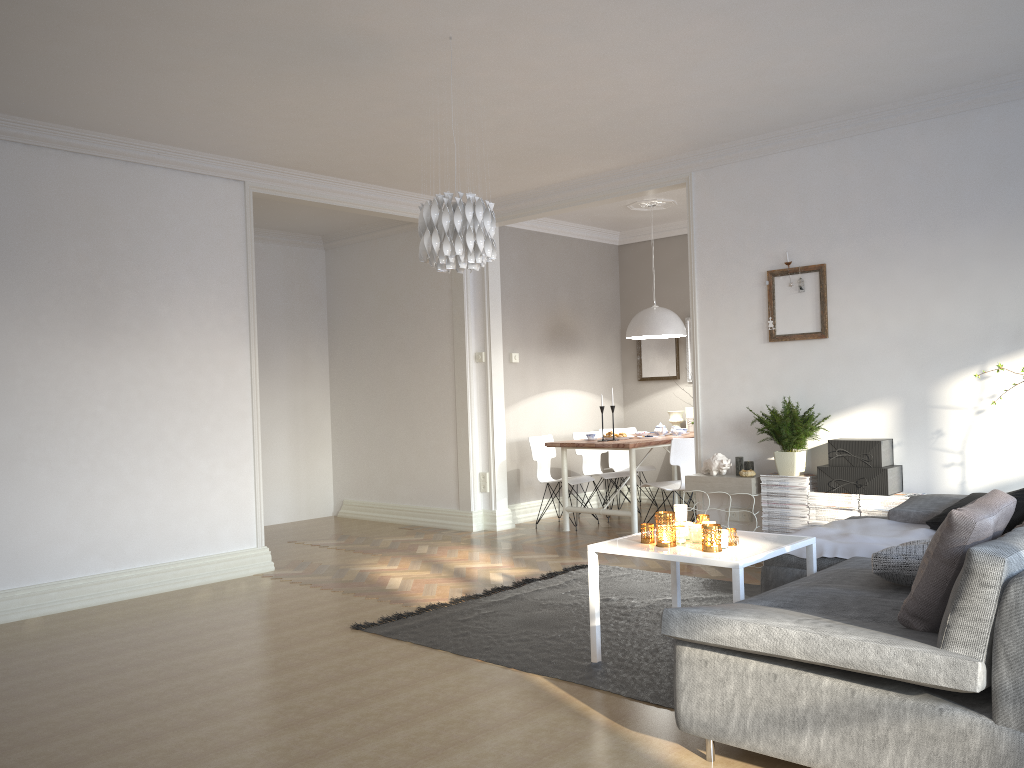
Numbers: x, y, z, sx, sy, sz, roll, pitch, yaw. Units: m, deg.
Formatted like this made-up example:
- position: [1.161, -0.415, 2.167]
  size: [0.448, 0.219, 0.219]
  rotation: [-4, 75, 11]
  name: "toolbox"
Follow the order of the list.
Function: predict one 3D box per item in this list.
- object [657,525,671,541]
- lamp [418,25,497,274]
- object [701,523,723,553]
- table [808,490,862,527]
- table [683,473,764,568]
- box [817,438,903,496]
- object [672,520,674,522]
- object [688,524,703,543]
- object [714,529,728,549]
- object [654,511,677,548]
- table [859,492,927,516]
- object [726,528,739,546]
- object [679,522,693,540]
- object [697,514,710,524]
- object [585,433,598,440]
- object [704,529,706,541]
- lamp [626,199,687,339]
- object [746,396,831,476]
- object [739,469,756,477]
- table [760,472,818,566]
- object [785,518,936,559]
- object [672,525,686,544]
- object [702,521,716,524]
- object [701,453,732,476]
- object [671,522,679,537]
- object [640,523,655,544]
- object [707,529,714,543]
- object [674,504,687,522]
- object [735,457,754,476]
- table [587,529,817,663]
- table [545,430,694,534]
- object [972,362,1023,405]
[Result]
- position: [0.650, 0.642, 3.790]
  size: [0.060, 0.073, 0.060]
  rotation: [-2, 0, 31]
  name: "object"
- position: [-0.261, -1.044, 4.019]
  size: [0.355, 1.065, 0.354]
  rotation: [-2, 0, -5]
  name: "lamp"
- position: [0.803, 0.619, 3.569]
  size: [0.080, 0.104, 0.080]
  rotation: [-2, 0, 33]
  name: "object"
- position: [2.002, 0.904, 5.399]
  size: [0.327, 0.499, 0.246]
  rotation: [-2, 0, 43]
  name: "table"
- position: [1.432, 0.891, 5.872]
  size: [0.553, 0.575, 0.299]
  rotation: [-2, 0, 43]
  name: "table"
- position: [2.073, 0.492, 5.317]
  size: [0.419, 0.316, 0.298]
  rotation: [-2, 0, 43]
  name: "box"
- position: [0.730, 0.639, 3.921]
  size: [0.056, 0.066, 0.056]
  rotation: [-2, 0, 4]
  name: "object"
- position: [0.785, 0.638, 3.786]
  size: [0.060, 0.073, 0.060]
  rotation: [-2, 0, -2]
  name: "object"
- position: [0.855, 0.634, 3.622]
  size: [0.060, 0.073, 0.060]
  rotation: [-2, 0, 4]
  name: "object"
- position: [0.642, 0.609, 3.717]
  size: [0.090, 0.140, 0.087]
  rotation: [-2, 0, 13]
  name: "object"
- position: [2.234, 0.893, 5.186]
  size: [0.327, 0.499, 0.246]
  rotation: [-2, 0, 43]
  name: "table"
- position: [0.914, 0.635, 3.683]
  size: [0.054, 0.068, 0.047]
  rotation: [-2, 0, 3]
  name: "object"
- position: [0.760, 0.640, 3.861]
  size: [0.060, 0.073, 0.060]
  rotation: [-2, 0, 22]
  name: "object"
- position: [0.868, 0.635, 4.025]
  size: [0.060, 0.079, 0.060]
  rotation: [-2, 0, 37]
  name: "object"
- position: [0.669, 0.447, 7.484]
  size: [0.116, 0.056, 0.137]
  rotation: [-2, -1, -17]
  name: "object"
- position: [0.842, 0.636, 3.752]
  size: [0.060, 0.073, 0.060]
  rotation: [-2, 0, -23]
  name: "object"
- position: [1.249, -1.004, 7.805]
  size: [0.530, 1.182, 0.530]
  rotation: [-2, 0, -40]
  name: "lamp"
- position: [1.732, 0.334, 5.580]
  size: [0.438, 0.527, 0.368]
  rotation: [-2, 0, 43]
  name: "object"
- position: [1.523, 0.576, 5.732]
  size: [0.099, 0.046, 0.104]
  rotation: [-2, -1, -1]
  name: "object"
- position: [1.773, 0.865, 5.607]
  size: [0.321, 0.596, 0.246]
  rotation: [-2, 0, 43]
  name: "table"
- position: [1.662, 0.903, 4.237]
  size: [0.726, 0.437, 0.811]
  rotation: [-2, -1, 41]
  name: "object"
- position: [0.711, 0.640, 3.767]
  size: [0.060, 0.073, 0.060]
  rotation: [-2, 0, 31]
  name: "object"
- position: [0.857, 0.636, 3.853]
  size: [0.060, 0.073, 0.060]
  rotation: [-2, 0, -23]
  name: "object"
- position: [1.363, 0.532, 5.906]
  size: [0.137, 0.150, 0.311]
  rotation: [-2, 0, -18]
  name: "object"
- position: [0.730, 0.641, 3.921]
  size: [0.060, 0.073, 0.060]
  rotation: [-2, 0, 22]
  name: "object"
- position: [0.582, 0.642, 3.809]
  size: [0.060, 0.079, 0.060]
  rotation: [-2, 0, 33]
  name: "object"
- position: [0.836, 0.635, 3.687]
  size: [0.060, 0.073, 0.060]
  rotation: [-2, 0, -23]
  name: "object"
- position: [0.740, 0.568, 3.891]
  size: [0.060, 0.073, 0.060]
  rotation: [-2, 0, -32]
  name: "object"
- position: [1.530, 0.533, 5.835]
  size: [0.123, 0.134, 0.062]
  rotation: [-2, 0, -7]
  name: "object"
- position: [0.822, 0.926, 3.801]
  size: [0.715, 0.504, 0.674]
  rotation: [-2, 0, 43]
  name: "table"
- position: [1.270, 0.834, 7.815]
  size: [0.853, 0.750, 1.986]
  rotation: [-2, -1, 43]
  name: "table"
- position: [2.692, -0.034, 4.367]
  size: [0.776, 1.674, 0.340]
  rotation: [-2, 0, 2]
  name: "object"
